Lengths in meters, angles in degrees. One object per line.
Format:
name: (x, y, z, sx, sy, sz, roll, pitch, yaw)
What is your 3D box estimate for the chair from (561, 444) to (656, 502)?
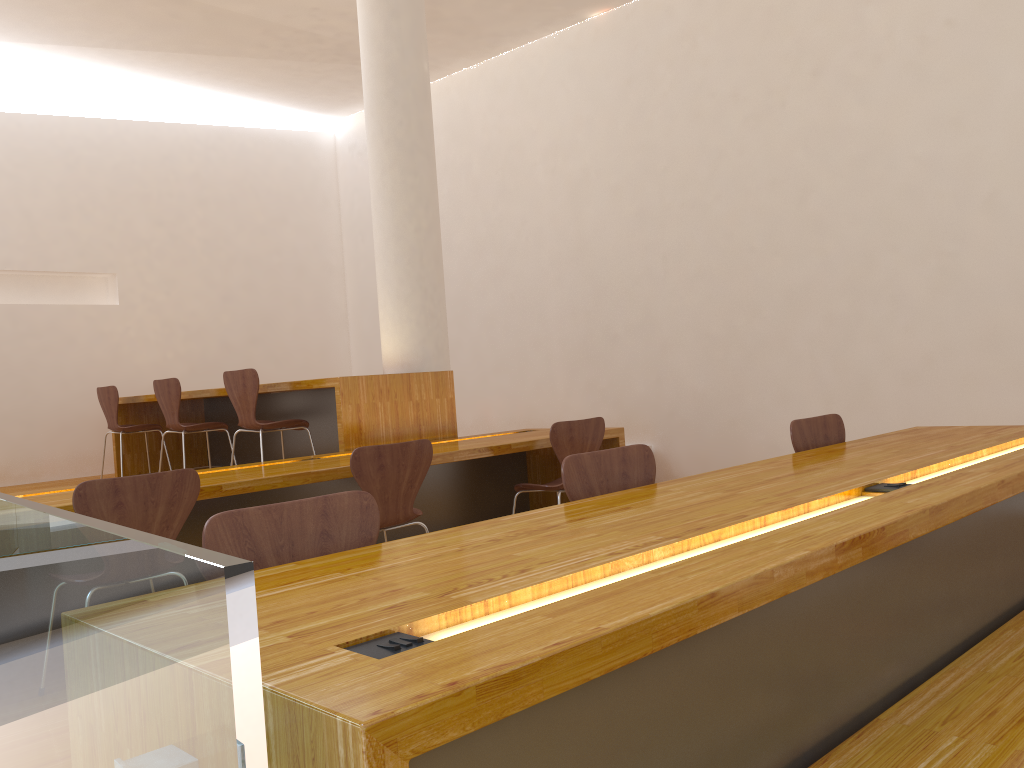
chair: (0.405, 0.517, 2.317, 0.428, 0.693, 0.381, -4, 0, -44)

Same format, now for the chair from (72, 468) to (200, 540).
chair: (-1.248, 0.632, 2.870, 0.428, 0.693, 0.381, -4, 0, -44)

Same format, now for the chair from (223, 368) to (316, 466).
chair: (-1.339, 0.260, 4.939, 0.381, 0.693, 0.428, -4, 0, -44)

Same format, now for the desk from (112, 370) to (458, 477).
desk: (-1.688, 0.319, 5.916, 0.760, 0.606, 3.185, -4, 0, -44)

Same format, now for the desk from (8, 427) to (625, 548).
desk: (-0.771, 0.642, 4.007, 3.185, 0.606, 0.760, -4, 0, -44)

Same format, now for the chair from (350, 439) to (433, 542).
chair: (-0.551, 0.580, 3.545, 0.428, 0.693, 0.381, -4, 0, -44)

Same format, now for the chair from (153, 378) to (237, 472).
chair: (-2.013, 0.304, 5.637, 0.381, 0.693, 0.428, -4, 0, -44)

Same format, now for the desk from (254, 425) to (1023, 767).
desk: (0.940, 0.685, 1.972, 3.236, 0.918, 1.285, -4, 0, -44)

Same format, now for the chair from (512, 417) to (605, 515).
chair: (0.225, 0.521, 4.350, 0.428, 0.693, 0.381, -4, 0, -44)

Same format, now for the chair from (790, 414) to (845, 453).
chair: (1.234, 0.455, 3.067, 0.428, 0.693, 0.381, -4, 0, -44)

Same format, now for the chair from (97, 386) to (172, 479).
chair: (-2.761, 0.354, 6.468, 0.381, 0.693, 0.428, -4, 0, -44)

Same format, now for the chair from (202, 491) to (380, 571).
chair: (-0.292, 0.569, 1.642, 0.428, 0.693, 0.381, -4, 0, -44)
